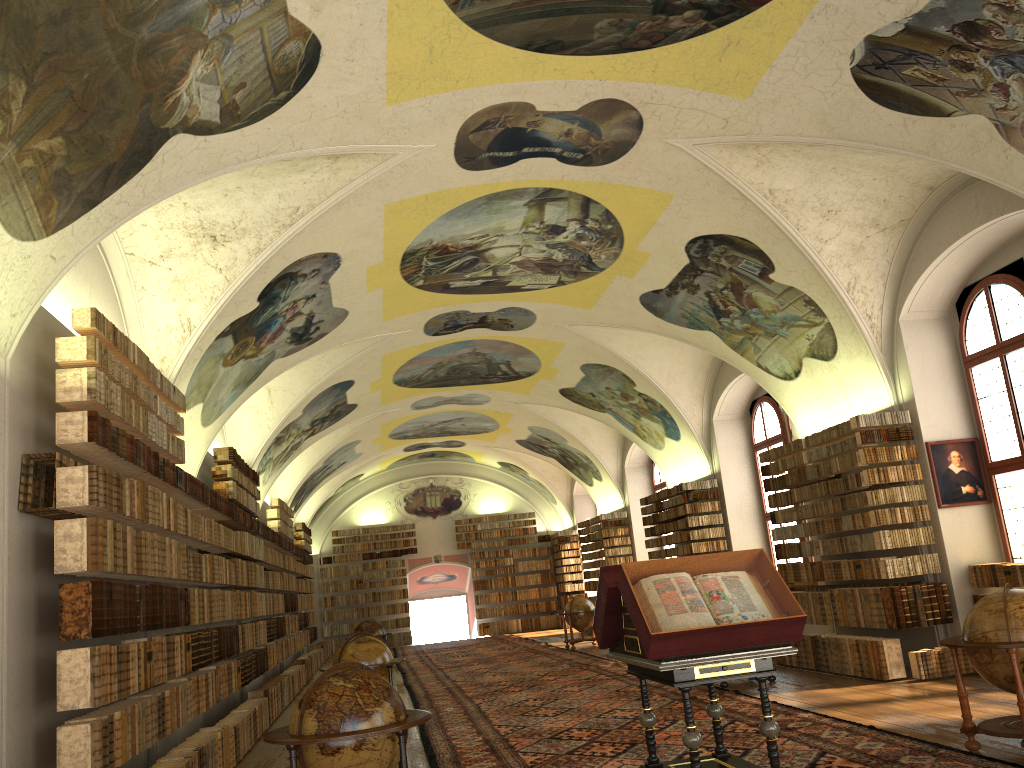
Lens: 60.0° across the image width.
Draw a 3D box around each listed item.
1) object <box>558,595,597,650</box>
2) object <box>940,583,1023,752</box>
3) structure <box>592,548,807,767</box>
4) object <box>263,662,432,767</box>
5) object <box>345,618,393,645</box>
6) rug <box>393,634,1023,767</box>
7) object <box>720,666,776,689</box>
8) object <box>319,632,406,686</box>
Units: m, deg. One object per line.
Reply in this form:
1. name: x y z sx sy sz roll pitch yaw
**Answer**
1. object: 1.933 6.633 24.807 1.281 1.443 1.281 -14 -14 32
2. object: 4.509 2.481 7.781 1.281 1.443 1.282 -13 -14 27
3. structure: 1.558 2.468 7.507 1.245 1.973 1.899 -4 -12 -10
4. object: -1.237 2.886 6.816 1.282 1.443 1.280 -17 -16 42
5. object: -3.823 7.042 23.852 1.281 1.443 1.281 -14 -14 32
6. rug: 0.346 5.720 16.980 4.703 0.064 37.064 -4 -13 -10
7. object: 3.530 4.059 14.253 1.282 1.443 1.280 -17 -16 42
8. object: -2.217 4.464 13.288 1.281 1.443 1.282 -13 -14 27
